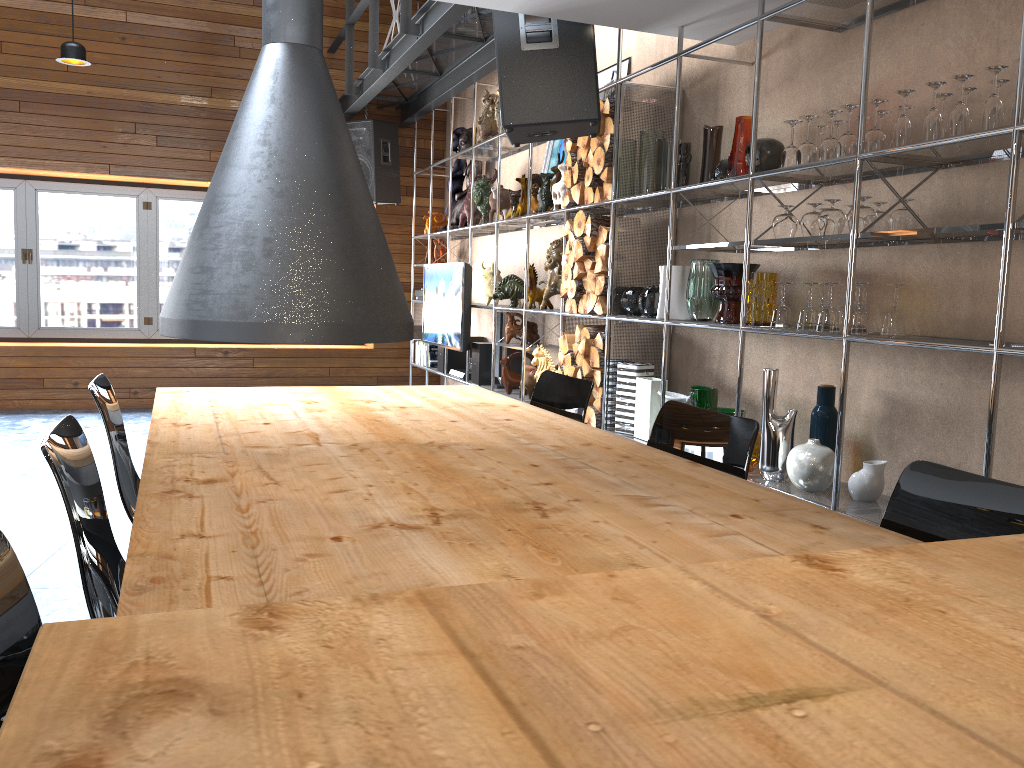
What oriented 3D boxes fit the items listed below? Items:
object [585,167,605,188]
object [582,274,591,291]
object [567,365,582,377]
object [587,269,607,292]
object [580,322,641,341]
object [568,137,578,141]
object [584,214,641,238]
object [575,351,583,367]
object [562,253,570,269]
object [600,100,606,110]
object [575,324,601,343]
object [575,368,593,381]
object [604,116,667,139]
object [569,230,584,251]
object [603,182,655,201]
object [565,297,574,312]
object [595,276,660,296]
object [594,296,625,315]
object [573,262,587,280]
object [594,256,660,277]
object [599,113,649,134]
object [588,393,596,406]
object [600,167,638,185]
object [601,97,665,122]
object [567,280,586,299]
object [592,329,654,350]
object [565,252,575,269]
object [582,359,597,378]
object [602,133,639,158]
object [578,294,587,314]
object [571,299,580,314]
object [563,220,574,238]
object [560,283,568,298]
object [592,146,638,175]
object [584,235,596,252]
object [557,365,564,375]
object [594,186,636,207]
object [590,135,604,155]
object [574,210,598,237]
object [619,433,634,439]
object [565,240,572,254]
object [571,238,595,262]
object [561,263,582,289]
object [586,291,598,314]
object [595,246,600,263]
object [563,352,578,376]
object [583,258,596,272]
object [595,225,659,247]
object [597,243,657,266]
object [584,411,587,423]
[{"bbox_3d":[0.535,-1.053,4.571,0.312,0.110,0.103,0,6,-17],"label":"object"},{"bbox_3d":[0.529,-0.535,4.710,0.288,0.118,0.147,-1,6,-25],"label":"object"},{"bbox_3d":[0.460,-0.053,4.795,0.330,0.098,0.107,-1,6,-25],"label":"object"},{"bbox_3d":[0.551,-0.540,4.606,0.329,0.135,0.095,-1,6,-24],"label":"object"},{"bbox_3d":[0.525,-0.267,4.736,0.312,0.150,0.140,-1,6,-24],"label":"object"},{"bbox_3d":[0.454,-1.371,4.778,0.312,0.150,0.140,0,6,-17],"label":"object"},{"bbox_3d":[0.519,-0.810,4.600,0.289,0.121,0.107,0,6,-20],"label":"object"},{"bbox_3d":[0.518,-0.135,4.755,0.321,0.128,0.164,-1,6,-21],"label":"object"},{"bbox_3d":[0.432,-0.654,4.905,0.309,0.121,0.111,-1,6,-22],"label":"object"},{"bbox_3d":[0.600,-1.386,4.508,0.330,0.103,0.102,0,6,-17],"label":"object"},{"bbox_3d":[0.495,-0.264,4.831,0.289,0.121,0.107,0,6,-20],"label":"object"},{"bbox_3d":[0.503,-0.031,4.727,0.331,0.110,0.101,0,6,-19],"label":"object"},{"bbox_3d":[0.617,-1.274,4.448,0.299,0.114,0.135,0,6,-19],"label":"object"},{"bbox_3d":[0.487,-0.770,4.788,0.362,0.115,0.098,-1,6,-21],"label":"object"},{"bbox_3d":[0.613,-0.966,4.482,0.287,0.112,0.126,0,6,-20],"label":"object"},{"bbox_3d":[0.450,-0.442,4.921,0.287,0.112,0.126,0,6,-21],"label":"object"},{"bbox_3d":[0.589,-0.494,4.504,0.321,0.109,0.110,0,6,-20],"label":"object"},{"bbox_3d":[0.585,-0.400,4.522,0.330,0.105,0.107,-1,6,-23],"label":"object"},{"bbox_3d":[0.498,-0.605,4.748,0.331,0.110,0.101,0,6,-19],"label":"object"},{"bbox_3d":[0.589,-0.589,4.509,0.331,0.110,0.107,-1,6,-23],"label":"object"},{"bbox_3d":[0.578,-1.316,4.538,0.362,0.115,0.098,0,6,-20],"label":"object"},{"bbox_3d":[0.510,0.074,4.706,0.330,0.098,0.104,-1,6,-24],"label":"object"},{"bbox_3d":[0.599,-1.032,4.446,0.303,0.088,0.095,0,6,-19],"label":"object"},{"bbox_3d":[0.606,-1.364,4.436,0.308,0.107,0.121,0,6,-17],"label":"object"},{"bbox_3d":[0.456,-0.503,4.788,0.312,0.110,0.103,-1,6,-24],"label":"object"},{"bbox_3d":[0.569,-0.232,4.559,0.308,0.107,0.121,-1,6,-25],"label":"object"},{"bbox_3d":[0.462,-0.673,4.821,0.329,0.107,0.128,0,6,-21],"label":"object"},{"bbox_3d":[0.542,-0.080,4.642,0.329,0.107,0.128,0,6,-21],"label":"object"},{"bbox_3d":[0.604,-1.175,4.440,0.309,0.121,0.111,0,6,-20],"label":"object"},{"bbox_3d":[0.515,-0.424,4.734,0.299,0.114,0.135,-1,6,-23],"label":"object"},{"bbox_3d":[0.476,-0.422,4.838,0.303,0.095,0.087,0,6,-21],"label":"object"},{"bbox_3d":[0.445,-0.840,4.871,0.308,0.107,0.121,-1,6,-25],"label":"object"},{"bbox_3d":[0.422,-0.512,4.925,0.303,0.088,0.095,-1,6,-23],"label":"object"},{"bbox_3d":[0.564,-1.117,4.486,0.286,0.143,0.143,0,6,-20],"label":"object"},{"bbox_3d":[0.528,-0.729,4.630,0.303,0.090,0.098,-1,6,-22],"label":"object"},{"bbox_3d":[0.412,-0.071,4.963,0.331,0.110,0.107,-1,6,-23],"label":"object"},{"bbox_3d":[0.576,-0.965,4.563,0.303,0.095,0.087,0,6,-21],"label":"object"},{"bbox_3d":[0.573,-1.213,4.517,0.329,0.107,0.128,0,6,-21],"label":"object"},{"bbox_3d":[0.490,-0.835,4.692,0.312,0.150,0.140,-1,6,-24],"label":"object"},{"bbox_3d":[0.502,0.321,4.716,0.309,0.131,0.099,-1,6,-25],"label":"object"},{"bbox_3d":[0.455,-0.750,4.888,0.299,0.114,0.135,-1,6,-23],"label":"object"},{"bbox_3d":[0.489,-0.702,4.700,0.321,0.128,0.164,-1,6,-21],"label":"object"},{"bbox_3d":[0.428,-0.585,4.856,0.286,0.143,0.143,0,6,-21],"label":"object"},{"bbox_3d":[0.574,-0.415,4.622,0.362,0.131,0.154,0,6,-20],"label":"object"},{"bbox_3d":[0.575,-0.654,4.582,0.290,0.153,0.112,-1,6,-24],"label":"object"},{"bbox_3d":[0.430,-0.118,4.879,0.290,0.153,0.112,-1,6,-24],"label":"object"},{"bbox_3d":[0.542,-0.610,4.677,0.330,0.098,0.107,-1,6,-25],"label":"object"},{"bbox_3d":[0.589,-0.745,4.532,0.299,0.119,0.151,0,6,-18],"label":"object"},{"bbox_3d":[0.584,-0.656,4.502,0.308,0.120,0.098,-1,7,-25],"label":"object"},{"bbox_3d":[0.534,0.167,4.684,0.303,0.095,0.087,0,6,-21],"label":"object"}]
